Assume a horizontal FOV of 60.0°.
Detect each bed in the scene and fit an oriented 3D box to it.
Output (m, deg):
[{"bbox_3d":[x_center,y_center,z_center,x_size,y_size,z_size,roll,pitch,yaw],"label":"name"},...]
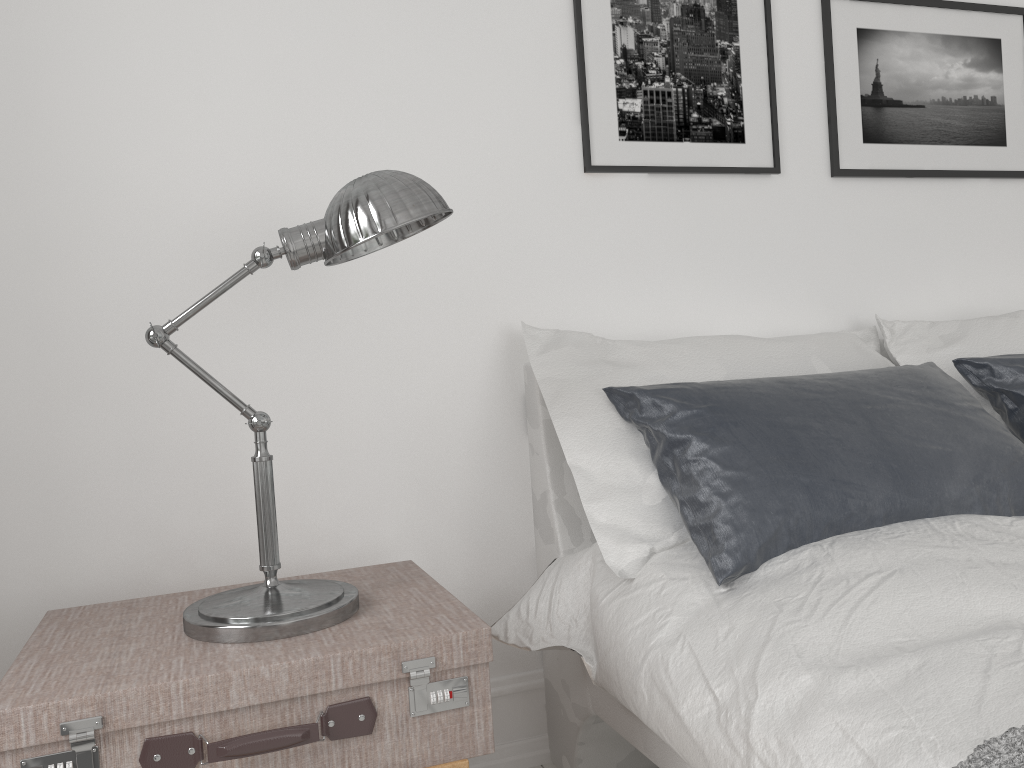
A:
[{"bbox_3d":[1.319,0.350,1.193,2.217,0.926,2.473,-4,2,-19],"label":"bed"}]

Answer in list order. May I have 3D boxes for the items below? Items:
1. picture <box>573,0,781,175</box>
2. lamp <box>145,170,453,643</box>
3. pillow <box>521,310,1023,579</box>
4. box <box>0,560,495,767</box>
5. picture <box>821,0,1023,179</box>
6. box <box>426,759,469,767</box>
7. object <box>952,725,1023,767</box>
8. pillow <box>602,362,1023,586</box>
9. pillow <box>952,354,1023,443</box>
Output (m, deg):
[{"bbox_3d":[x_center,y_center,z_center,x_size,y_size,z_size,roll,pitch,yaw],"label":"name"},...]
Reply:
[{"bbox_3d":[0.402,-0.924,2.175,0.545,0.810,0.015,-4,2,-19],"label":"picture"},{"bbox_3d":[-0.320,0.013,1.425,0.488,0.699,0.269,-4,2,-19],"label":"lamp"},{"bbox_3d":[1.005,0.055,2.081,1.965,0.529,0.465,-4,2,-20],"label":"pillow"},{"bbox_3d":[-0.408,0.463,1.396,0.647,0.185,0.537,-4,2,-19],"label":"box"},{"bbox_3d":[1.165,-0.812,2.443,0.720,0.486,0.015,-4,2,-19],"label":"picture"},{"bbox_3d":[-0.439,0.649,1.385,0.647,0.185,0.537,-4,2,-19],"label":"box"},{"bbox_3d":[1.407,0.466,0.935,2.236,0.500,0.521,-4,1,-16],"label":"object"},{"bbox_3d":[0.645,0.141,1.734,0.837,0.329,0.405,-4,2,-19],"label":"pillow"},{"bbox_3d":[1.489,0.077,2.019,0.842,0.339,0.405,-4,2,-19],"label":"pillow"}]
